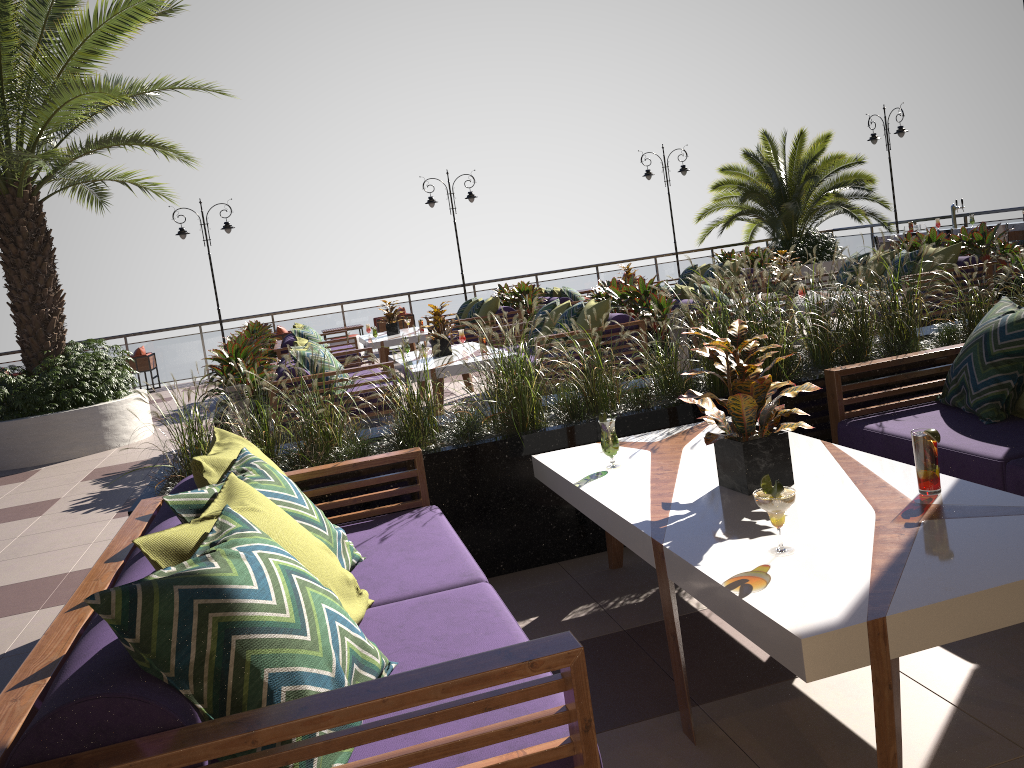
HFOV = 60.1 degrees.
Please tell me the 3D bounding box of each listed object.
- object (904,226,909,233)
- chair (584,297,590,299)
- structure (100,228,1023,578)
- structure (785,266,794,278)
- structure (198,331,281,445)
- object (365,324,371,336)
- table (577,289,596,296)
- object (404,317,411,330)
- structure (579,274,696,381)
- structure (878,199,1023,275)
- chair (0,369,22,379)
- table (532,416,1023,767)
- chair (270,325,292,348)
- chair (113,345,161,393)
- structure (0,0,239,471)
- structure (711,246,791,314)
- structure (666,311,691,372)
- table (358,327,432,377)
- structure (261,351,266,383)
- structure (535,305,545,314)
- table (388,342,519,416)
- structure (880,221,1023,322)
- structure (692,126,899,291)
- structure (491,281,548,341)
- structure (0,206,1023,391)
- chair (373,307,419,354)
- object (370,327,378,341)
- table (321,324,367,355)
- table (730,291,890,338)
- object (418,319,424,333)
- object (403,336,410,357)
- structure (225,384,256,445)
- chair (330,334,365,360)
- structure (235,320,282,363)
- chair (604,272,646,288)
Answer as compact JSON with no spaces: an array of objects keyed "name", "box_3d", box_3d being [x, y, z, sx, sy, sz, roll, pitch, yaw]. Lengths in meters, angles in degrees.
[{"name":"object","box_3d":[6.604,-2.535,14.782,0.106,0.208,0.105,-12,6,-38]},{"name":"chair","box_3d":[1.517,-1.421,16.880,0.580,0.478,0.579,-11,7,-25]},{"name":"structure","box_3d":[-0.160,-0.281,0.812,24.769,3.107,7.848,-10,8,-13]},{"name":"structure","box_3d":[4.179,-1.415,13.280,0.180,0.697,0.100,-9,5,-13]},{"name":"structure","box_3d":[-2.481,0.109,8.258,0.738,1.166,2.260,-9,7,-11]},{"name":"object","box_3d":[-2.198,-0.828,13.549,0.068,0.180,0.069,-7,5,20]},{"name":"table","box_3d":[1.332,-1.553,17.630,0.741,0.586,0.758,-10,7,-13]},{"name":"object","box_3d":[-1.611,-0.944,13.717,0.105,0.196,0.106,-6,6,20]},{"name":"structure","box_3d":[1.213,-0.548,9.148,0.702,1.167,2.429,-9,7,-11]},{"name":"structure","box_3d":[7.045,-2.084,12.824,0.806,1.321,4.418,-9,8,-13]},{"name":"chair","box_3d":[-8.550,0.093,15.237,0.715,0.812,0.717,-10,6,-13]},{"name":"table","box_3d":[0.819,0.595,2.871,0.943,0.551,2.045,-10,8,-13]},{"name":"chair","box_3d":[-4.055,-0.708,16.324,0.715,0.812,0.717,-10,6,-13]},{"name":"chair","box_3d":[-6.714,-0.234,15.681,0.715,0.812,0.717,-10,6,-13]},{"name":"structure","box_3d":[-5.468,-2.351,9.772,4.738,6.472,4.737,-8,6,5]},{"name":"structure","box_3d":[3.814,-1.659,14.423,0.738,1.166,2.260,-9,7,-11]},{"name":"structure","box_3d":[1.524,-0.299,8.023,0.180,0.697,0.100,-9,5,-13]},{"name":"table","box_3d":[-1.681,-0.461,13.048,0.943,0.551,2.045,-10,8,-13]},{"name":"structure","box_3d":[-3.252,-0.091,11.484,0.180,0.697,0.100,-9,5,-13]},{"name":"structure","box_3d":[0.442,-0.749,12.377,0.180,0.697,0.100,-9,5,-13]},{"name":"table","box_3d":[-0.604,-0.013,8.716,0.943,0.551,2.045,-10,8,-13]},{"name":"structure","box_3d":[4.936,-1.212,10.051,0.738,1.166,2.260,-9,7,-11]},{"name":"structure","box_3d":[5.558,-3.544,17.707,3.794,3.287,3.779,-2,9,44]},{"name":"structure","box_3d":[0.100,-1.001,13.549,0.716,1.166,2.256,-10,7,-16]},{"name":"structure","box_3d":[0.360,-0.780,11.372,17.532,1.053,12.969,-10,8,-13]},{"name":"chair","box_3d":[-2.219,-1.035,16.767,0.715,0.812,0.717,-10,6,-13]},{"name":"object","box_3d":[-1.907,-0.703,12.292,0.082,0.197,0.069,-6,5,28]},{"name":"table","box_3d":[-3.131,-0.758,16.551,0.741,0.586,0.758,-10,7,-13]},{"name":"table","box_3d":[3.048,-0.664,9.598,0.943,0.551,2.045,-10,8,-13]},{"name":"object","box_3d":[-1.289,-0.823,12.536,0.066,0.189,0.085,-7,5,17]},{"name":"object","box_3d":[-1.086,-0.387,9.119,0.069,0.210,0.069,-10,5,-25]},{"name":"structure","box_3d":[-2.170,0.359,7.130,0.180,0.697,0.100,-9,5,-13]},{"name":"chair","box_3d":[-2.946,-0.626,15.801,0.578,0.478,0.581,-9,6,-5]},{"name":"structure","box_3d":[-3.602,-0.338,12.630,0.738,1.166,2.260,-9,7,-11]},{"name":"chair","box_3d":[2.245,-1.830,17.846,0.715,0.812,0.717,-10,6,-13]}]
